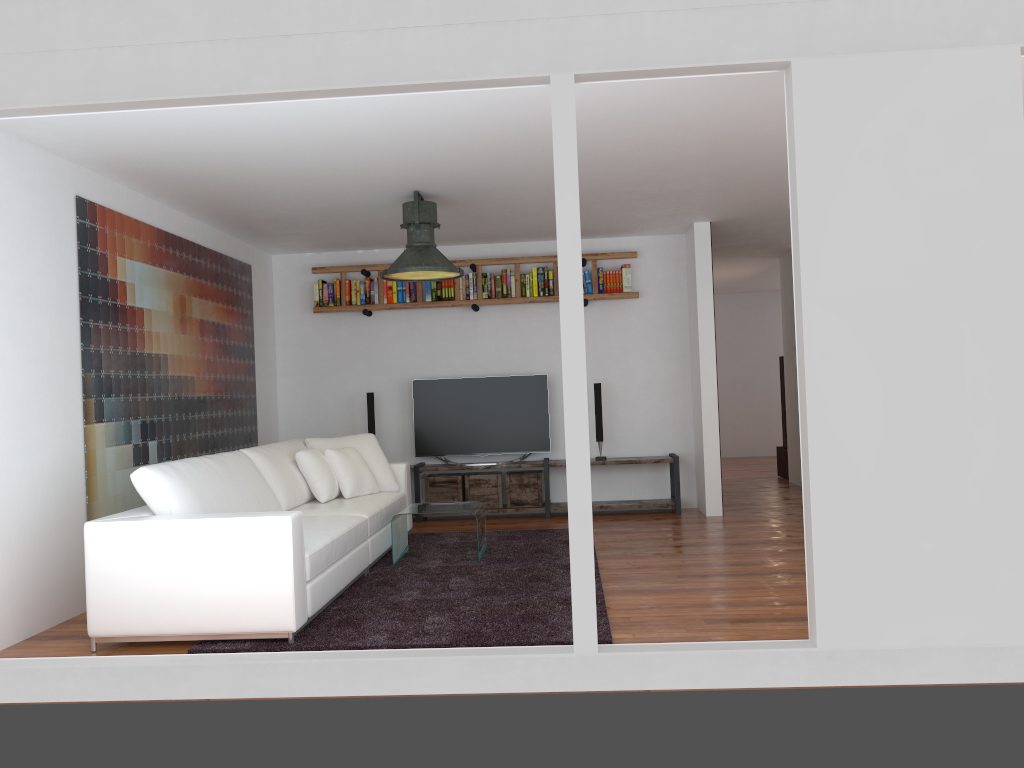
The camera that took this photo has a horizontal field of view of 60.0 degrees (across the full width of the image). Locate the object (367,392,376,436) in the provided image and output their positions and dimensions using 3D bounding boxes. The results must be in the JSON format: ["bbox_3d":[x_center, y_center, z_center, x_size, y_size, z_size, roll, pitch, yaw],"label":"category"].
[{"bbox_3d":[-1.275,0.421,8.052,0.089,0.687,0.089,-2,-1,-12],"label":"object"}]

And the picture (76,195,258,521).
[{"bbox_3d":[-2.317,0.020,6.348,0.007,2.136,2.770,-2,-1,3],"label":"picture"}]

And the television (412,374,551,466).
[{"bbox_3d":[-0.276,0.331,8.046,1.230,0.786,0.298,-2,-1,3],"label":"television"}]

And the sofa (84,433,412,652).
[{"bbox_3d":[-1.387,0.804,5.572,0.987,0.842,3.086,-2,-1,3],"label":"sofa"}]

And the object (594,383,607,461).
[{"bbox_3d":[0.780,0.336,7.910,0.089,0.687,0.089,-2,-1,13],"label":"object"}]

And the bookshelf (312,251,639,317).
[{"bbox_3d":[-0.345,-0.902,8.148,2.983,0.465,0.161,-2,-1,3],"label":"bookshelf"}]

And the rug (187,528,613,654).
[{"bbox_3d":[-0.414,1.179,5.512,1.895,0.019,3.193,-2,-1,3],"label":"rug"}]

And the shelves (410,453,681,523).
[{"bbox_3d":[-0.255,0.955,8.034,3.473,0.506,0.414,-2,-1,3],"label":"shelves"}]

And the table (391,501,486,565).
[{"bbox_3d":[-0.487,1.009,6.047,0.565,0.337,0.551,-2,-1,3],"label":"table"}]

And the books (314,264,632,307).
[{"bbox_3d":[0.982,-1.808,8.317,5.671,1.974,0.733,-2,-1,-7],"label":"books"}]

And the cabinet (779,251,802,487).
[{"bbox_3d":[4.220,-0.212,9.395,2.404,2.506,0.946,-2,-1,3],"label":"cabinet"}]

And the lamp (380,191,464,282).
[{"bbox_3d":[-0.627,-1.017,6.099,0.572,0.561,0.572,-2,-1,8],"label":"lamp"}]
